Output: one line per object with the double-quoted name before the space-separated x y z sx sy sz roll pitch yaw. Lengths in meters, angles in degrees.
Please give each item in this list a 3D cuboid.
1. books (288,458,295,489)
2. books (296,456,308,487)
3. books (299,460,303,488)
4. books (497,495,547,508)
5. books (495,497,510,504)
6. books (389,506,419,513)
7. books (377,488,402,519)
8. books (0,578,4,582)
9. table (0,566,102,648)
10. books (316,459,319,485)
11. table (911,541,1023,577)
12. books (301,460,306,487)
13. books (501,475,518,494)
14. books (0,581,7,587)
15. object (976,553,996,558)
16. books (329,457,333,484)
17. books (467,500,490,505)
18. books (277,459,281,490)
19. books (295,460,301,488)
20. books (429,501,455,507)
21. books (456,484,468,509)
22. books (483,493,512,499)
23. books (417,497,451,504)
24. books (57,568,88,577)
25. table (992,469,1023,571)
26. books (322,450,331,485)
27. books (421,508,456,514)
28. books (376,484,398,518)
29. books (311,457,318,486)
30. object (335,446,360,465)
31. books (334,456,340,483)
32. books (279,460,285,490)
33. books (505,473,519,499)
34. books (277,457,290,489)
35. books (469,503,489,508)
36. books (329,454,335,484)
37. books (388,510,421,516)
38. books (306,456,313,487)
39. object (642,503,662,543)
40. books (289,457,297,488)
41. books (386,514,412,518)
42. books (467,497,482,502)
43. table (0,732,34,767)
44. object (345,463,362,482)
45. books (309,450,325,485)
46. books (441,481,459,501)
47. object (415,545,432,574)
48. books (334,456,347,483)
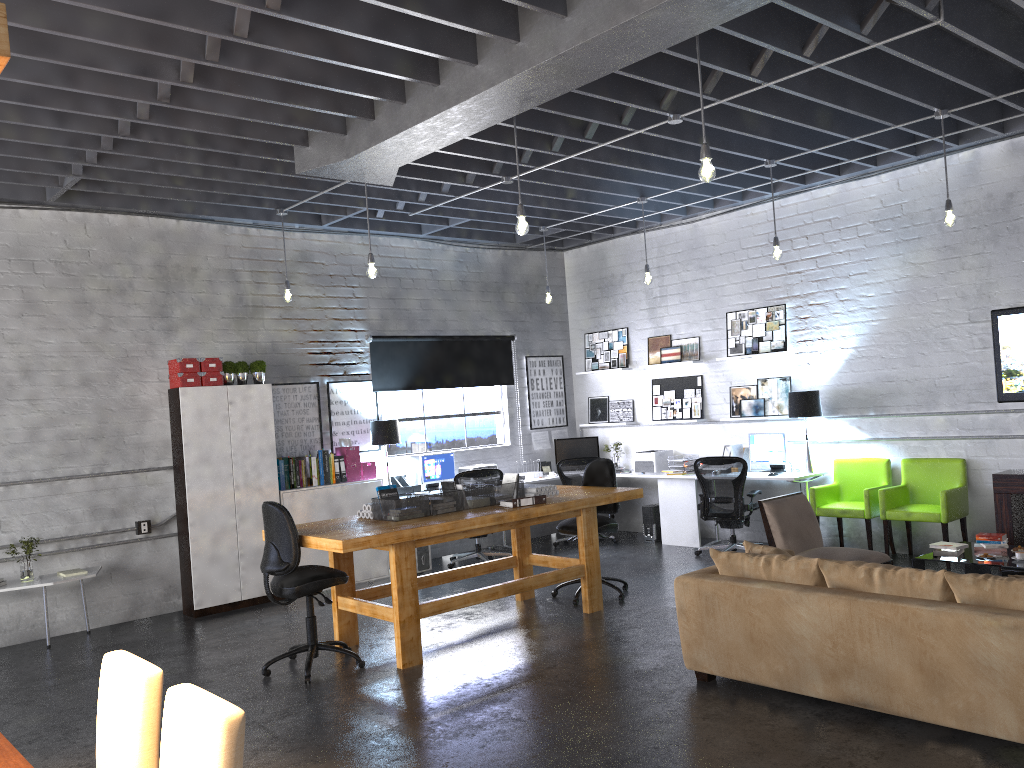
"books" -2.197 0.873 8.684 0.034 0.302 0.182 -4 -1 -41
"books" -2.084 0.869 8.791 0.026 0.298 0.159 -4 -1 -41
"books" -2.119 0.887 8.752 0.026 0.266 0.161 -4 -1 -41
"books" 0.069 0.882 6.718 0.298 0.067 0.244 -3 -1 -31
"books" -0.131 0.912 6.988 0.184 0.031 0.249 -3 -2 -39
"books" -0.772 0.904 6.376 0.128 0.022 0.181 -5 -2 44
"books" -0.886 0.870 6.471 0.157 0.209 0.097 -3 -1 -41
"books" -4.199 1.577 7.035 0.234 0.022 0.185 -4 -1 -3
"table" -3.919 1.869 7.159 1.335 0.532 0.517 -3 -1 -41
"books" -1.987 0.880 8.876 0.027 0.266 0.161 -4 -1 -41
"table" 3.679 1.440 6.741 0.872 0.300 0.873 -3 -2 -38
"books" -2.097 0.886 8.768 0.027 0.266 0.161 -4 -1 -41
"books" -0.031 0.830 7.087 0.082 0.200 0.158 -4 -1 -41
"books" -4.189 1.603 7.042 0.250 0.031 0.185 -4 -1 1
"object" 3.545 1.281 6.633 0.137 0.031 0.137 -4 -1 -15
"books" -1.871 0.874 8.970 0.026 0.266 0.161 -4 -1 -41
"books" -0.313 0.912 6.848 0.176 0.021 0.249 -3 -2 -42
"books" -2.306 0.878 8.596 0.034 0.302 0.182 -4 -1 -41
"books" -2.149 0.884 8.737 0.037 0.275 0.168 -4 -1 -41
"books" -0.566 0.892 6.619 0.205 0.022 0.250 -3 -2 -36
"books" -0.399 0.854 6.738 0.061 0.188 0.143 -4 -1 -41
"books" -0.143 0.886 6.990 0.184 0.022 0.233 -3 -2 -43
"books" -0.578 0.868 6.625 0.232 0.027 0.184 -5 -1 21
"books" -3.687 1.582 7.437 0.176 0.021 0.249 -3 -2 -42
"table" 4.689 1.116 7.075 0.403 0.819 1.411 -4 -1 -41
"books" -1.916 0.840 8.947 0.065 0.339 0.197 -4 -1 -41
"books" -0.565 0.941 6.619 0.185 0.031 0.250 -3 -2 -44
"books" -0.897 0.860 6.505 0.166 0.234 0.108 -3 -1 -41
"books" -2.011 0.871 8.849 0.045 0.286 0.174 -4 -1 -41
"object" -1.697 0.736 9.167 0.161 0.177 0.214 -3 -1 -41
"books" -1.831 0.875 9.042 0.060 0.267 0.219 -4 -1 -36
"books" -2.272 0.884 8.617 0.045 0.286 0.174 -4 -1 -41
"books" -0.006 0.822 7.105 0.046 0.210 0.171 -4 -1 -41
"books" -2.248 0.872 8.670 0.060 0.310 0.180 -4 -1 -41
"books" -0.312 0.933 6.848 0.176 0.021 0.249 -3 -2 -41
"books" -1.850 0.857 8.984 0.026 0.298 0.159 -4 -1 -41
"books" -0.764 0.925 6.376 0.203 0.021 0.141 -3 -2 -40
"books" -2.052 0.870 8.818 0.057 0.293 0.170 -4 -1 -41
"object" 1.739 1.605 10.337 0.476 0.411 0.180 -3 -1 -41
"books" -2.187 0.873 8.724 0.034 0.302 0.182 -4 -1 -41
"books" -0.766 0.950 6.377 0.225 0.029 0.155 -3 -2 -41
"books" -0.315 0.892 6.848 0.176 0.021 0.249 -3 -2 -42
"table" -1.665 1.471 2.226 0.853 0.780 1.801 -3 -1 -41
"object" -1.685 0.913 9.165 0.161 0.177 0.214 -3 -1 -41
"books" -1.959 0.839 8.903 0.053 0.346 0.176 -4 -1 -41
"books" -0.468 0.846 6.769 0.063 0.214 0.158 -4 -1 -41
"object" -1.086 1.783 9.457 0.200 0.411 0.478 -4 -1 -41
"books" -1.785 0.870 9.082 0.082 0.271 0.220 -4 -1 -41
